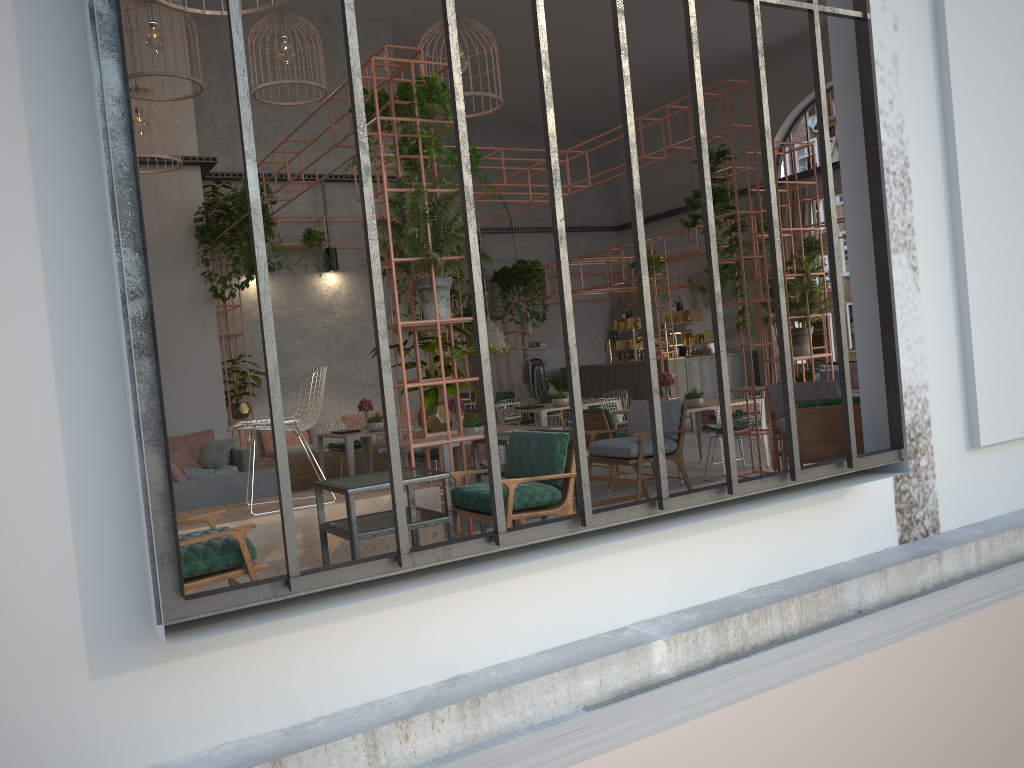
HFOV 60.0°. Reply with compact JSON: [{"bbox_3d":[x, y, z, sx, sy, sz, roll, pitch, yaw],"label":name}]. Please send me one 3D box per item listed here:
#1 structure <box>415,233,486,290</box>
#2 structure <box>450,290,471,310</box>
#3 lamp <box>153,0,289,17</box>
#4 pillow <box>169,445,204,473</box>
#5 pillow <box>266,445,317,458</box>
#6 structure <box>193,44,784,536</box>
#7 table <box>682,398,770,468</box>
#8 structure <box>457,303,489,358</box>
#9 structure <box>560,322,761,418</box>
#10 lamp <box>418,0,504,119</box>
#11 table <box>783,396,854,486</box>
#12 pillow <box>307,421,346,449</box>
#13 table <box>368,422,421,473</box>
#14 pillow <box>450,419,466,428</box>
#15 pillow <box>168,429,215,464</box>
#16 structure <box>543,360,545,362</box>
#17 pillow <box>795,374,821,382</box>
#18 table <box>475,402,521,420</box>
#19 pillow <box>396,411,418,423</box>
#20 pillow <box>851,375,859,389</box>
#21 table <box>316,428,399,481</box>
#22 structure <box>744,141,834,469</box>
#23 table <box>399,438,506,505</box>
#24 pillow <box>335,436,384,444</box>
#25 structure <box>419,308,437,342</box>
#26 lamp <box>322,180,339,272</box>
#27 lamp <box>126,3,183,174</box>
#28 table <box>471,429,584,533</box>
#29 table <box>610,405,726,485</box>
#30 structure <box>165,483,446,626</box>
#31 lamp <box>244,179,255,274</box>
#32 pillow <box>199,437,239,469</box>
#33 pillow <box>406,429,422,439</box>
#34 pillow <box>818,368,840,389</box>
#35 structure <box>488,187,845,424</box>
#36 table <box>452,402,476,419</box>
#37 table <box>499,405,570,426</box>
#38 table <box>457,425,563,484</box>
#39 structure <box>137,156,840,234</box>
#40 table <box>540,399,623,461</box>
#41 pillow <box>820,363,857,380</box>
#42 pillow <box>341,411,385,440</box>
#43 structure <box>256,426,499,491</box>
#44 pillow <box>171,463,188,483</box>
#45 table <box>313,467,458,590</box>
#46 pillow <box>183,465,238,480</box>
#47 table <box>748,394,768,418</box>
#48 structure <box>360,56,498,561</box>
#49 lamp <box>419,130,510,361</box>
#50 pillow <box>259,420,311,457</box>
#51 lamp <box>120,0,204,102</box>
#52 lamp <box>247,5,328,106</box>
[{"bbox_3d":[-1.499,-2.792,20.668,1.939,1.514,0.856,-7,2,-36],"label":"structure"},{"bbox_3d":[-1.475,-1.955,20.783,1.312,0.505,0.063,-7,2,-30],"label":"structure"},{"bbox_3d":[-1.896,-4.071,5.185,0.883,3.476,0.883,-5,2,23],"label":"lamp"},{"bbox_3d":[-3.943,0.902,10.389,0.441,0.317,0.479,-4,2,41],"label":"pillow"},{"bbox_3d":[-3.256,0.994,13.112,0.637,0.149,0.491,-7,2,-29],"label":"pillow"},{"bbox_3d":[-2.608,-0.927,13.606,4.501,4.345,14.096,-7,2,-31],"label":"structure"},{"bbox_3d":[2.442,0.633,10.927,0.694,0.830,1.214,-7,2,-30],"label":"table"},{"bbox_3d":[-0.938,-1.385,21.190,0.950,1.527,0.921,-7,2,-32],"label":"structure"},{"bbox_3d":[3.315,-0.348,20.601,2.579,2.022,4.057,-7,2,-30],"label":"structure"},{"bbox_3d":[-0.703,-4.760,9.674,0.883,3.476,0.883,-5,2,23],"label":"lamp"},{"bbox_3d":[2.625,0.541,7.343,0.602,0.798,0.635,-5,2,10],"label":"table"},{"bbox_3d":[-2.854,0.794,13.813,0.666,0.385,0.289,-7,2,-35],"label":"pillow"},{"bbox_3d":[-1.395,0.966,11.919,0.694,0.830,1.214,-7,2,-30],"label":"table"},{"bbox_3d":[-1.104,0.706,15.655,0.491,0.149,0.637,-7,2,-29],"label":"pillow"},{"bbox_3d":[-3.981,0.832,10.678,0.836,0.476,0.273,-7,2,-30],"label":"pillow"},{"bbox_3d":[0.781,-0.566,22.021,0.066,0.044,0.019,-7,2,-30],"label":"structure"},{"bbox_3d":[5.650,-0.011,16.843,0.500,0.324,0.307,-5,2,5],"label":"pillow"},{"bbox_3d":[-0.221,0.757,16.139,0.635,0.798,0.602,-7,2,-30],"label":"table"},{"bbox_3d":[-1.750,0.667,14.453,0.666,0.385,0.289,-7,2,-35],"label":"pillow"},{"bbox_3d":[6.315,-0.066,16.030,0.479,0.317,0.441,-4,2,41],"label":"pillow"},{"bbox_3d":[-1.992,1.035,11.568,0.694,0.830,1.205,-7,2,-30],"label":"table"},{"bbox_3d":[3.072,-0.783,9.685,0.624,3.602,0.424,-7,2,-30],"label":"structure"},{"bbox_3d":[-0.626,0.973,9.200,0.694,0.830,1.205,-7,2,-30],"label":"table"},{"bbox_3d":[-2.354,0.890,13.636,0.637,0.149,0.491,-7,2,-29],"label":"pillow"},{"bbox_3d":[-2.055,-1.275,20.493,0.921,1.527,0.950,-5,2,3],"label":"structure"},{"bbox_3d":[-2.878,-2.485,13.885,0.179,1.425,0.185,-7,2,-30],"label":"lamp"},{"bbox_3d":[-4.679,-4.406,10.824,0.883,3.476,0.883,-5,2,23],"label":"lamp"},{"bbox_3d":[0.121,0.797,6.992,0.635,0.798,0.602,-7,2,-30],"label":"table"},{"bbox_3d":[1.845,0.702,10.576,0.694,0.830,1.205,-7,2,-30],"label":"table"},{"bbox_3d":[-3.223,0.950,7.606,3.396,1.111,9.152,-7,2,-30],"label":"structure"},{"bbox_3d":[-3.918,-2.364,13.281,0.179,1.425,0.185,-7,2,-30],"label":"lamp"},{"bbox_3d":[-3.529,0.837,10.566,0.495,0.349,0.308,-5,2,20],"label":"pillow"},{"bbox_3d":[-1.478,0.789,14.143,0.637,0.149,0.491,-7,2,-29],"label":"pillow"},{"bbox_3d":[6.022,-0.096,16.787,0.289,0.385,0.666,-7,2,-30],"label":"pillow"},{"bbox_3d":[4.740,-1.158,16.012,4.157,4.247,14.689,-7,2,-30],"label":"structure"},{"bbox_3d":[-1.098,0.797,17.658,0.635,0.798,0.602,-7,2,-30],"label":"table"},{"bbox_3d":[0.438,0.755,12.978,0.694,0.830,1.205,-7,2,-30],"label":"table"},{"bbox_3d":[-0.030,0.904,9.550,0.694,0.830,1.214,-7,2,-30],"label":"table"},{"bbox_3d":[0.075,-3.491,13.056,15.603,0.110,15.203,-7,2,-30],"label":"structure"},{"bbox_3d":[1.035,0.686,13.329,0.694,0.830,1.214,-7,2,-30],"label":"table"},{"bbox_3d":[6.155,-0.143,16.849,0.276,0.474,0.839,-7,2,-30],"label":"pillow"},{"bbox_3d":[-2.298,0.682,14.111,0.839,0.474,0.276,-6,2,-10],"label":"pillow"},{"bbox_3d":[-3.444,1.224,15.989,4.386,0.500,5.831,-7,2,-30],"label":"structure"},{"bbox_3d":[-2.958,0.849,7.782,0.289,0.385,0.666,-7,2,-30],"label":"pillow"},{"bbox_3d":[-0.721,0.936,5.140,0.635,0.798,0.602,-7,2,-30],"label":"table"},{"bbox_3d":[-2.577,0.864,7.729,0.499,0.324,0.307,-5,2,5],"label":"pillow"},{"bbox_3d":[4.815,0.429,16.323,0.520,0.455,0.916,-7,2,-30],"label":"table"},{"bbox_3d":[-0.511,-0.534,6.415,0.748,3.623,0.722,-7,2,-30],"label":"structure"},{"bbox_3d":[-1.456,-2.517,17.593,0.704,4.052,4.456,-7,2,-30],"label":"lamp"},{"bbox_3d":[-3.422,0.811,13.509,0.839,0.474,0.276,-7,2,-40],"label":"pillow"},{"bbox_3d":[-3.900,-4.858,9.346,0.883,3.476,0.883,-5,2,23],"label":"lamp"},{"bbox_3d":[-2.843,-5.219,10.650,0.883,3.476,0.883,-5,2,23],"label":"lamp"}]
